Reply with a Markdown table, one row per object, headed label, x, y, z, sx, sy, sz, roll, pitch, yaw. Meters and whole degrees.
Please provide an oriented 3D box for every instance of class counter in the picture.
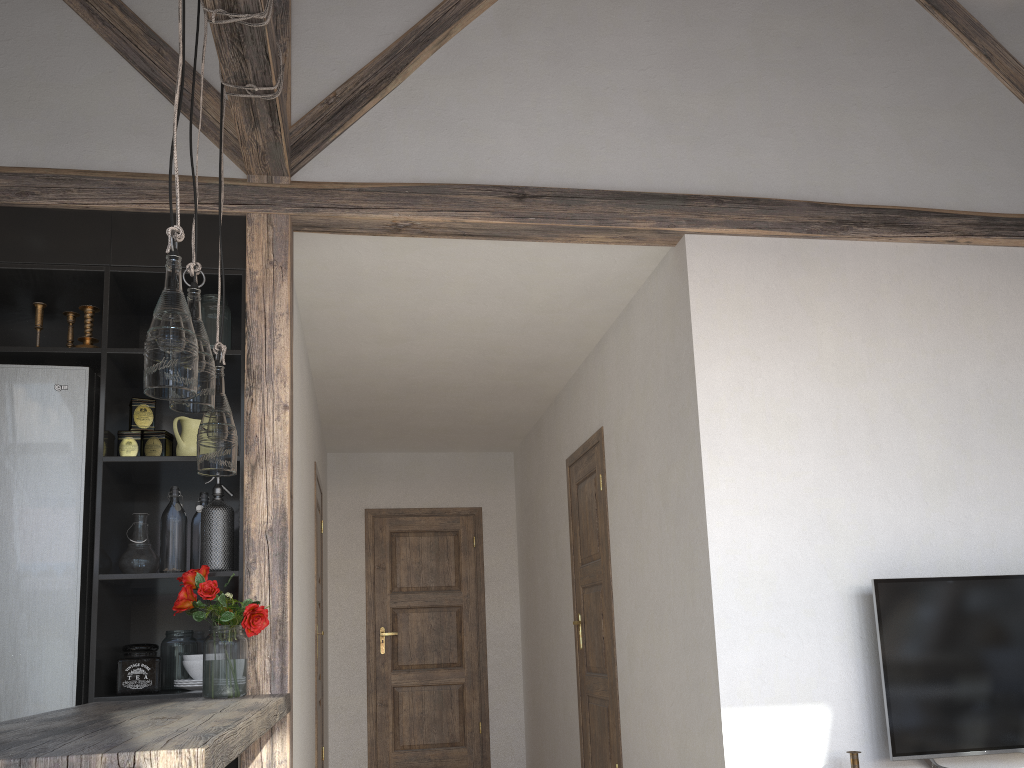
| label | x | y | z | sx | sy | sz | roll | pitch | yaw |
| --- | --- | --- | --- | --- | --- | --- | --- | --- | --- |
| counter | -1.497 | 0.858 | 0.764 | 2.241 | 0.831 | 3.916 | 0 | -16 | -9 |

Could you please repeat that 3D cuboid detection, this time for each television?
| label | x | y | z | sx | sy | sz | roll | pitch | yaw |
| --- | --- | --- | --- | --- | --- | --- | --- | --- | --- |
| television | 1.846 | 1.047 | 3.196 | 1.102 | 0.690 | 0.211 | 0 | -10 | -10 |

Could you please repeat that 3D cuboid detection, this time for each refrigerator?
| label | x | y | z | sx | sy | sz | roll | pitch | yaw |
| --- | --- | --- | --- | --- | --- | --- | --- | --- | --- |
| refrigerator | -1.884 | 0.965 | 3.021 | 0.943 | 1.877 | 0.871 | 0 | -11 | -10 |

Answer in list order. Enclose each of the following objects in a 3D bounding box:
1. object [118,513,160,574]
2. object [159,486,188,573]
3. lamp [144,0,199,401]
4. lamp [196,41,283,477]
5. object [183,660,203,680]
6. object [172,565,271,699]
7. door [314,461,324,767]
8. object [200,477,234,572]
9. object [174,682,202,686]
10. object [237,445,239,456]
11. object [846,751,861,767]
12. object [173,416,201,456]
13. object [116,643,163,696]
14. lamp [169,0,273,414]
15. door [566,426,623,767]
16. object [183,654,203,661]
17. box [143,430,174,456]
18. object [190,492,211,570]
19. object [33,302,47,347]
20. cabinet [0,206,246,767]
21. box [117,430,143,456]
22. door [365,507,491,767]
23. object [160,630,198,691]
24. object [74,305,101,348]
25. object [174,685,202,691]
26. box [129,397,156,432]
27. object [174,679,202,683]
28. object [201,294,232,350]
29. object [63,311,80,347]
| label | x | y | z | sx | sy | sz | roll | pitch | yaw |
| --- | --- | --- | --- | --- | --- | --- | --- | --- | --- |
| object | -1.283 | 0.558 | 3.035 | 0.132 | 0.215 | 0.135 | -3 | -11 | 2 |
| object | -1.147 | 0.497 | 2.984 | 0.086 | 0.295 | 0.088 | 1 | -11 | -18 |
| lamp | -0.685 | -0.598 | 1.961 | 0.225 | 1.258 | 0.111 | -1 | -10 | -8 |
| lamp | -0.783 | -0.398 | 2.543 | 0.226 | 1.311 | 0.111 | -1 | -10 | -8 |
| object | -1.031 | 0.978 | 2.984 | 0.162 | 0.083 | 0.166 | -3 | -15 | 3 |
| object | -0.901 | 0.769 | 2.751 | 0.313 | 0.405 | 0.256 | -7 | -13 | 23 |
| door | -1.180 | 1.570 | 5.382 | 0.082 | 2.022 | 0.861 | -1 | -11 | -10 |
| object | -1.002 | 0.471 | 2.996 | 0.109 | 0.342 | 0.110 | -6 | -11 | 20 |
| object | -1.030 | 1.017 | 2.978 | 0.216 | 0.024 | 0.218 | 12 | -21 | -40 |
| object | -0.989 | 0.220 | 3.046 | 0.093 | 0.094 | 0.076 | 0 | -12 | -9 |
| object | 1.185 | 1.327 | 3.035 | 0.140 | 0.110 | 0.142 | 5 | -15 | -27 |
| object | -1.114 | 0.201 | 3.090 | 0.150 | 0.166 | 0.139 | 3 | -13 | -23 |
| object | -1.231 | 0.942 | 2.913 | 0.134 | 0.161 | 0.137 | 2 | -13 | -19 |
| lamp | -0.741 | -0.539 | 2.247 | 0.239 | 1.209 | 0.110 | -3 | -10 | 2 |
| door | 0.443 | 1.336 | 4.800 | 0.082 | 2.022 | 0.861 | -1 | -11 | -10 |
| object | -1.032 | 0.960 | 2.987 | 0.162 | 0.083 | 0.166 | -3 | -15 | 3 |
| box | -1.229 | 0.224 | 3.055 | 0.083 | 0.111 | 0.085 | -2 | -12 | 0 |
| object | -1.090 | 0.531 | 3.109 | 0.087 | 0.295 | 0.087 | -10 | -13 | 36 |
| object | -1.598 | -0.189 | 2.971 | 0.059 | 0.163 | 0.060 | 2 | -11 | -25 |
| cabinet | -1.632 | 0.118 | 1.084 | 2.092 | 2.444 | 4.328 | 0 | -15 | -10 |
| box | -1.316 | 0.224 | 3.044 | 0.083 | 0.111 | 0.085 | 0 | -12 | -10 |
| door | -0.667 | 1.993 | 6.908 | 0.941 | 2.023 | 0.083 | 0 | -10 | -10 |
| object | -1.175 | 0.975 | 3.107 | 0.125 | 0.202 | 0.127 | 3 | -12 | -23 |
| object | -1.442 | -0.190 | 2.999 | 0.096 | 0.168 | 0.097 | 6 | -14 | -36 |
| object | -1.029 | 1.025 | 2.976 | 0.217 | 0.024 | 0.218 | -15 | -20 | 36 |
| box | -1.284 | 0.113 | 3.056 | 0.083 | 0.111 | 0.084 | 4 | -14 | -29 |
| object | -1.030 | 1.009 | 2.979 | 0.218 | 0.024 | 0.217 | -17 | -22 | 41 |
| object | -1.046 | -0.199 | 3.079 | 0.125 | 0.202 | 0.128 | -1 | -12 | -5 |
| object | -1.532 | -0.171 | 3.054 | 0.062 | 0.169 | 0.063 | -6 | -11 | 19 |
